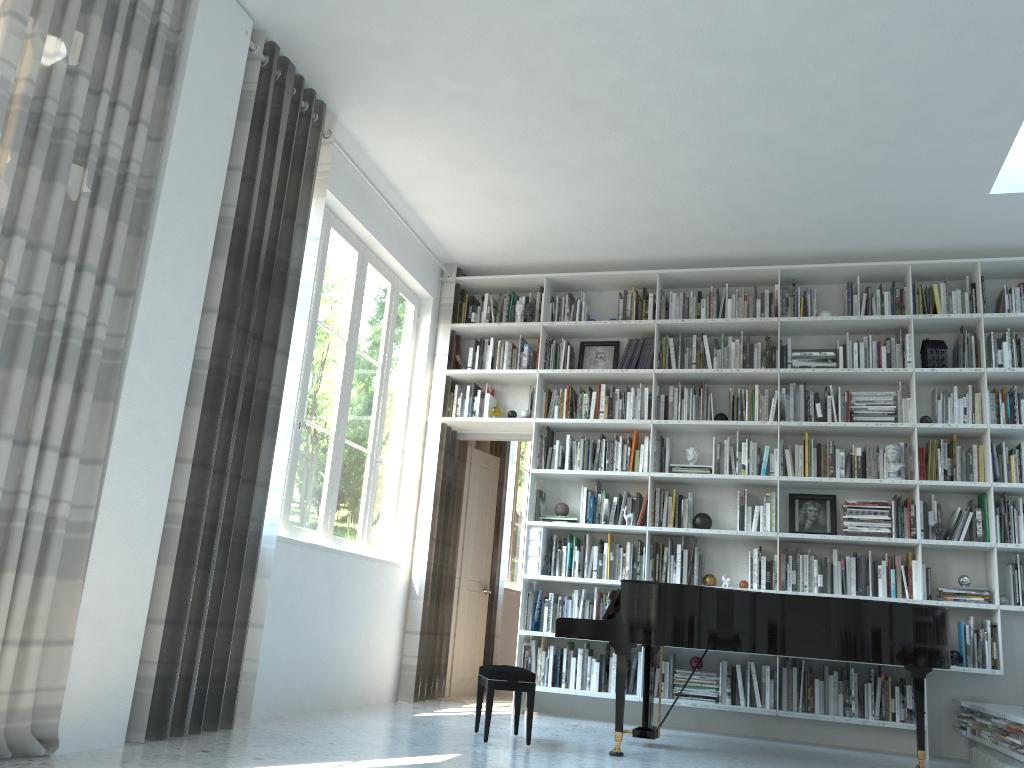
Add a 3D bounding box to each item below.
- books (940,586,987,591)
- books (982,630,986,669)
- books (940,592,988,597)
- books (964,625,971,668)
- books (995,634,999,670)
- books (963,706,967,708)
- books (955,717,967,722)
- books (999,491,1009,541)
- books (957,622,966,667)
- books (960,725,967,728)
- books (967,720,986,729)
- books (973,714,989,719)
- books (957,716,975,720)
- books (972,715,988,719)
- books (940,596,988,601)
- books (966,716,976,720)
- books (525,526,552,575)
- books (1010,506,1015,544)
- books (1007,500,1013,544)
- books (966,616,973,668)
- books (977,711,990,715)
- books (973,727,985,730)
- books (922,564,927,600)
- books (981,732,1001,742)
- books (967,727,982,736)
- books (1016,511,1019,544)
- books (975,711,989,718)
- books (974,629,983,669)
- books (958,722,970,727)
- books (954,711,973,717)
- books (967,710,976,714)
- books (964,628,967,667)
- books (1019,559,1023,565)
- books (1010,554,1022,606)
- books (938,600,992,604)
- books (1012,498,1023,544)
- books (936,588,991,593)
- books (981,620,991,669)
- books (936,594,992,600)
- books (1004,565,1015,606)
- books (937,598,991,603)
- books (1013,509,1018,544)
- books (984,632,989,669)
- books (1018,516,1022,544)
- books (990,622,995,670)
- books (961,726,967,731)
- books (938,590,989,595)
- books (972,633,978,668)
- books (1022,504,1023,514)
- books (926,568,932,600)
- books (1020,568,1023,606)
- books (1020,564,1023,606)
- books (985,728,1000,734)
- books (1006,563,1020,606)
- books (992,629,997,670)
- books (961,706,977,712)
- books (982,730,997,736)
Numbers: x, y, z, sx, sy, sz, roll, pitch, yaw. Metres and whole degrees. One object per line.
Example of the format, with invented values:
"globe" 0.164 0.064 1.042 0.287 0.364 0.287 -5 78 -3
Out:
"books" 2.779 1.264 5.464 0.254 0.012 0.161 -3 -17 25
"books" 2.816 1.593 5.324 0.012 0.225 0.149 0 -16 17
"books" 2.779 1.301 5.462 0.254 0.012 0.161 -1 -16 21
"books" 2.734 1.580 5.342 0.014 0.245 0.177 0 -16 17
"books" 2.887 1.605 5.311 0.012 0.205 0.161 0 -16 17
"books" 2.749 1.907 5.223 0.157 0.007 0.269 -1 -16 21
"books" 2.735 1.981 5.206 0.177 0.012 0.279 1 -16 13
"books" 3.092 0.855 5.568 0.007 0.341 0.150 0 -15 17
"books" 2.716 1.574 5.359 0.005 0.263 0.163 0 -15 17
"books" 2.743 2.015 5.194 0.155 0.009 0.233 1 -16 12
"books" 2.651 1.899 4.936 0.191 0.028 0.213 -1 -16 20
"books" 2.680 1.857 4.939 0.126 0.005 0.291 1 -16 12
"books" 2.738 1.971 5.208 0.188 0.009 0.211 0 -16 16
"books" 2.670 1.864 4.940 0.160 0.009 0.292 -1 -16 18
"books" 2.777 1.324 5.454 0.254 0.012 0.161 -2 -17 22
"books" 2.761 1.960 5.204 0.136 0.013 0.259 1 -16 15
"books" 0.191 1.191 6.272 0.106 0.339 0.308 0 -16 17
"books" 3.103 0.894 5.530 0.013 0.248 0.165 0 -16 17
"books" 3.095 0.877 5.534 0.005 0.283 0.159 0 -15 17
"books" 2.764 1.559 5.360 0.032 0.299 0.149 0 -15 17
"books" 2.682 1.832 4.946 0.137 0.018 0.201 -1 -16 20
"books" 2.668 1.919 4.925 0.147 0.012 0.207 1 -16 12
"books" 2.587 1.260 5.596 0.027 0.228 0.141 0 -15 17
"books" 2.570 1.854 4.639 0.177 0.026 0.231 -1 -16 19
"books" 2.655 1.939 4.923 0.189 0.030 0.238 0 -16 17
"books" 3.125 0.909 5.521 0.013 0.217 0.161 0 -16 17
"books" 2.686 1.848 4.940 0.135 0.014 0.298 0 -16 17
"books" 2.794 1.588 5.314 0.026 0.224 0.175 0 -16 17
"books" 2.735 2.005 5.199 0.179 0.012 0.262 -1 -16 19
"books" 2.732 1.947 5.216 0.191 0.013 0.244 1 -16 13
"books" 2.767 1.933 5.210 0.133 0.017 0.232 0 -16 17
"books" 2.725 1.593 5.360 0.012 0.228 0.130 0 -15 17
"books" 3.141 1.221 5.413 0.030 0.293 0.189 0 -16 17
"books" 3.087 1.211 5.433 0.010 0.315 0.187 0 -15 17
"books" 2.774 1.346 5.446 0.285 0.012 0.160 -1 -16 19
"books" 3.152 0.870 5.518 0.014 0.296 0.175 0 -15 17
"books" 2.781 1.277 5.467 0.285 0.012 0.160 -1 -16 20
"books" 2.843 1.561 5.315 0.021 0.284 0.173 0 -15 17
"books" 2.777 1.312 5.455 0.285 0.012 0.160 -1 -16 19
"books" 3.056 1.246 5.452 0.012 0.253 0.161 0 -16 17
"books" 2.777 1.336 5.454 0.285 0.012 0.160 -1 -16 21
"books" 3.111 0.902 5.514 0.011 0.225 0.188 0 -16 17
"books" 2.822 1.594 5.304 0.011 0.211 0.179 0 -16 17
"books" 3.135 0.923 5.509 0.013 0.186 0.184 0 -16 17
"books" 2.865 1.574 5.328 0.015 0.270 0.158 0 -15 17
"books" 2.743 2.026 5.190 0.171 0.015 0.242 0 -16 16
"books" 2.777 1.286 5.456 0.254 0.012 0.161 0 -16 17
"books" 2.781 1.606 5.340 0.013 0.202 0.139 0 -16 17
"books" 3.183 0.886 5.510 0.012 0.266 0.183 0 -16 17
"books" 2.615 1.269 5.588 0.030 0.210 0.137 0 -16 17
"books" 3.102 1.254 5.443 0.015 0.240 0.153 0 -16 17
"books" 3.114 1.240 5.417 0.023 0.255 0.178 0 -16 17
"books" 2.591 1.825 4.641 0.149 0.007 0.301 0 -16 16
"books" 3.068 1.236 5.430 0.023 0.261 0.187 0 -16 17
"books" 2.873 1.588 5.306 0.013 0.232 0.149 0 -16 17
"books" 2.755 1.918 5.218 0.158 0.014 0.235 1 -16 15
"books" 2.578 1.835 4.642 0.172 0.014 0.221 0 -16 17
